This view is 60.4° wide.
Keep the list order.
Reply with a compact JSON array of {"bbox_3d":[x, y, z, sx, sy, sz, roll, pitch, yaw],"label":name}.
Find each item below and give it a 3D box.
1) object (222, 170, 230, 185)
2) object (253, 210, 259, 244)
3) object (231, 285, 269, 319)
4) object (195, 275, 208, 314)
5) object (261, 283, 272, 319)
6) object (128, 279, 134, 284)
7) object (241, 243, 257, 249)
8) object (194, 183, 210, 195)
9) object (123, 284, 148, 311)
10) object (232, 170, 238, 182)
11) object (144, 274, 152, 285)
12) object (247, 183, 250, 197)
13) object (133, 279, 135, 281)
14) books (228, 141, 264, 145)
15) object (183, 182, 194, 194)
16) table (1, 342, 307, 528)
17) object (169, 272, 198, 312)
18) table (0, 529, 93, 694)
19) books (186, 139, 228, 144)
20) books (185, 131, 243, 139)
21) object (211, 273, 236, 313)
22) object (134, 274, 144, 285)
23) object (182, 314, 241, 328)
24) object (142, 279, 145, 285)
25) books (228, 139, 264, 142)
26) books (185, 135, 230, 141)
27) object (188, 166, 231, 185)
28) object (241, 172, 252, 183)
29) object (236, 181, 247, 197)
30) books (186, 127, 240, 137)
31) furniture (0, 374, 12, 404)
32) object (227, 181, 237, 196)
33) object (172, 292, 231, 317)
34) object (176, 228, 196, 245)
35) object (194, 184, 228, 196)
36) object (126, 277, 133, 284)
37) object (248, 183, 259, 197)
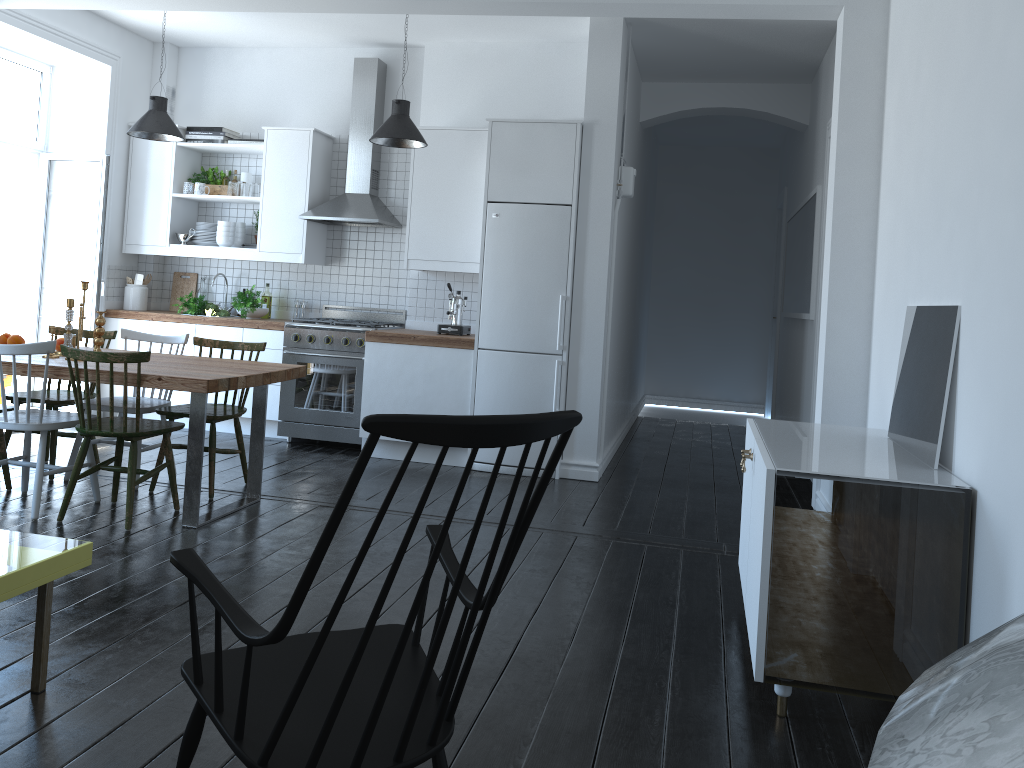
[{"bbox_3d":[-2.320,-1.627,7.154,0.060,0.225,0.060,4,-1,-5],"label":"object"},{"bbox_3d":[-1.999,-1.258,7.109,0.170,0.366,0.166,4,0,-41],"label":"object"},{"bbox_3d":[-2.045,-0.644,6.865,0.271,0.269,0.339,4,3,2],"label":"object"},{"bbox_3d":[-2.557,-0.739,7.259,0.098,0.318,0.098,4,-1,12],"label":"object"},{"bbox_3d":[-1.974,-0.669,7.083,0.066,0.283,0.066,4,-1,7],"label":"object"},{"bbox_3d":[-3.057,-0.726,7.090,0.118,0.251,0.060,4,0,42],"label":"object"},{"bbox_3d":[-2.048,-1.086,6.978,0.246,0.042,0.278,4,6,5],"label":"object"},{"bbox_3d":[-2.477,-1.550,7.023,0.108,0.100,0.083,4,2,1],"label":"object"},{"bbox_3d":[-3.027,-0.698,7.088,0.174,0.208,0.174,4,2,17],"label":"object"},{"bbox_3d":[-2.262,-1.630,7.186,0.056,0.234,0.056,3,-1,15],"label":"object"},{"bbox_3d":[-2.982,-0.745,7.119,0.131,0.296,0.056,4,-1,-8],"label":"object"},{"bbox_3d":[-2.105,-1.535,7.002,0.086,0.120,0.086,3,1,-19],"label":"object"},{"bbox_3d":[-3.025,-0.727,7.127,0.118,0.250,0.033,4,-1,13],"label":"object"},{"bbox_3d":[-2.060,-1.907,7.069,0.350,0.038,0.262,5,6,11],"label":"books"},{"bbox_3d":[-2.593,-1.562,7.065,0.082,0.100,0.109,3,3,-19],"label":"object"},{"bbox_3d":[-2.374,0.204,4.714,2.230,0.717,1.020,5,4,12],"label":"table"},{"bbox_3d":[-2.733,-0.764,7.330,0.220,0.330,0.040,4,-1,12],"label":"object"},{"bbox_3d":[-1.963,0.622,2.385,1.403,0.400,0.601,5,4,12],"label":"table"},{"bbox_3d":[-2.419,-1.942,7.152,0.352,0.044,0.260,5,6,14],"label":"books"},{"bbox_3d":[-2.414,-2.010,7.156,0.352,0.031,0.288,5,6,12],"label":"books"},{"bbox_3d":[-2.318,-0.718,7.120,0.188,0.353,0.275,4,1,-11],"label":"object"},{"bbox_3d":[-3.023,-0.745,7.099,0.064,0.290,0.141,4,0,-14],"label":"object"},{"bbox_3d":[-2.390,-0.491,6.980,0.372,0.111,0.354,5,5,12],"label":"object"},{"bbox_3d":[-2.991,-0.724,7.123,0.050,0.247,0.115,4,0,-23],"label":"object"},{"bbox_3d":[-2.057,-1.935,7.078,0.341,0.016,0.275,5,6,14],"label":"books"},{"bbox_3d":[-2.430,-1.979,7.147,0.329,0.031,0.260,5,6,10],"label":"books"},{"bbox_3d":[-2.491,-1.658,7.206,0.347,0.255,0.164,4,1,3],"label":"object"},{"bbox_3d":[-2.164,-1.604,7.155,0.085,0.222,0.084,4,0,19],"label":"object"},{"bbox_3d":[-2.123,-1.527,6.913,0.086,0.120,0.086,4,1,35],"label":"object"},{"bbox_3d":[-2.425,-2.045,7.155,0.326,0.038,0.259,5,6,14],"label":"books"},{"bbox_3d":[-4.459,-0.009,7.251,0.922,0.375,0.401,5,3,12],"label":"furniture"},{"bbox_3d":[-2.203,-1.535,6.946,0.086,0.120,0.086,4,1,35],"label":"object"},{"bbox_3d":[-2.426,-0.577,6.924,0.468,0.308,0.285,3,2,-15],"label":"object"},{"bbox_3d":[-2.595,-1.170,6.996,0.210,0.135,0.102,5,2,24],"label":"object"},{"bbox_3d":[-2.424,-1.565,7.188,0.393,0.103,0.153,5,4,12],"label":"object"},{"bbox_3d":[-3.069,-0.730,7.069,0.054,0.263,0.149,4,0,-13],"label":"object"},{"bbox_3d":[-2.036,-1.525,6.949,0.086,0.120,0.086,3,1,-19],"label":"object"}]
